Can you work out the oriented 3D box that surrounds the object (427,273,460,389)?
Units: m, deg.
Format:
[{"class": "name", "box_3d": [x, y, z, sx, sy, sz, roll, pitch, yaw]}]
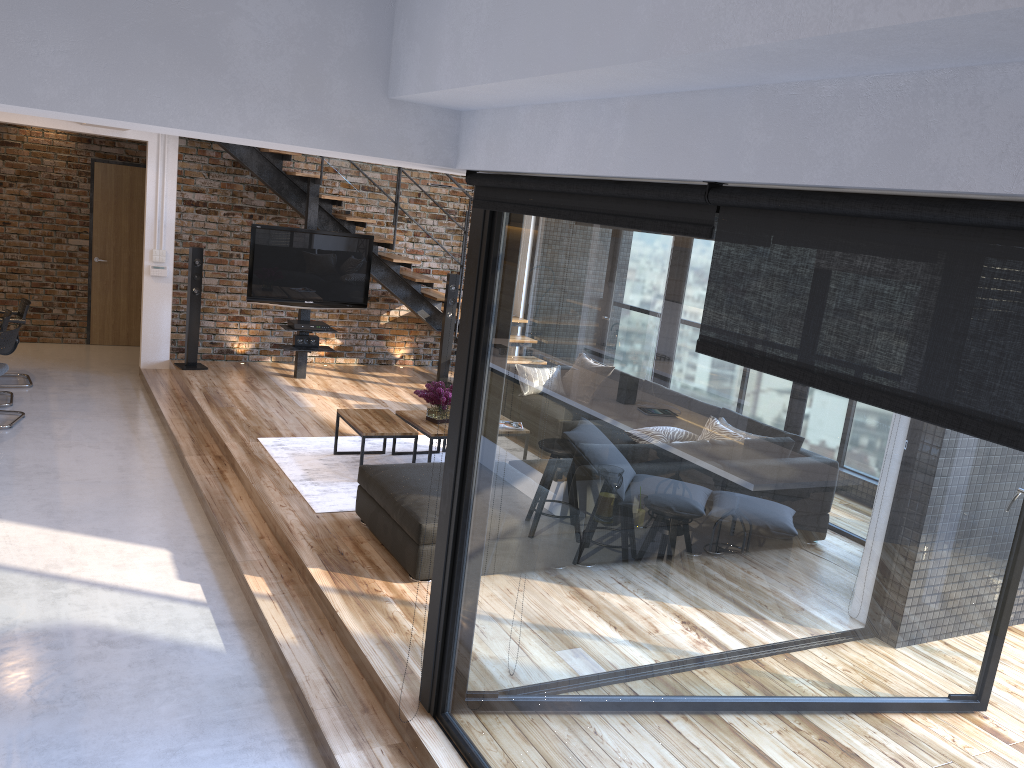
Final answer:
[{"class": "object", "box_3d": [-0.683, -0.565, 9.414, 0.271, 1.210, 0.270, 2, 13, -24]}]

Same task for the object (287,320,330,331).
[{"class": "object", "box_3d": [-2.016, -0.580, 8.799, 0.360, 0.058, 0.274, 1, 13, -29]}]

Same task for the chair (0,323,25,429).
[{"class": "chair", "box_3d": [-4.177, -0.084, 6.983, 0.540, 0.771, 0.518, 4, 12, -14]}]

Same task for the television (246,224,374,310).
[{"class": "television", "box_3d": [-1.985, -1.128, 8.726, 1.207, 0.786, 0.135, 1, 13, -28]}]

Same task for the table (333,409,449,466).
[{"class": "table", "box_3d": [-0.592, 0.441, 6.580, 1.298, 0.351, 0.695, 1, 13, -28]}]

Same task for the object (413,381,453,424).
[{"class": "object", "box_3d": [-0.524, 0.109, 6.503, 0.375, 0.344, 0.340, 1, 13, -27]}]

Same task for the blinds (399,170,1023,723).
[{"class": "blinds", "box_3d": [0.599, 0.418, 3.044, 1.827, 2.058, 3.852, 10, 12, 15]}]

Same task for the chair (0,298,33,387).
[{"class": "chair", "box_3d": [-4.737, -0.390, 8.181, 0.540, 0.771, 0.518, -1, 14, -33]}]

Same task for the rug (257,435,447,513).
[{"class": "rug", "box_3d": [-0.644, 0.613, 6.594, 2.113, 0.003, 1.632, 1, 13, -29]}]

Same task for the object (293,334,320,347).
[{"class": "object", "box_3d": [-2.068, -0.431, 8.905, 0.247, 0.112, 0.088, 1, 13, -29]}]

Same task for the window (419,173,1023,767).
[{"class": "window", "box_3d": [-0.066, -2.040, 6.935, 5.663, 5.584, 13.356, 1, 13, -29]}]

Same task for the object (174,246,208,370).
[{"class": "object", "box_3d": [-3.168, -0.754, 8.826, 0.271, 1.210, 0.270, -3, 15, -38]}]

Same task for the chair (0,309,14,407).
[{"class": "chair", "box_3d": [-4.530, -0.231, 7.510, 0.540, 0.771, 0.518, 1, 13, -29]}]

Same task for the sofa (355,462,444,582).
[{"class": "sofa", "box_3d": [0.145, 0.376, 6.473, 2.999, 0.702, 3.034, 1, 13, -29]}]
